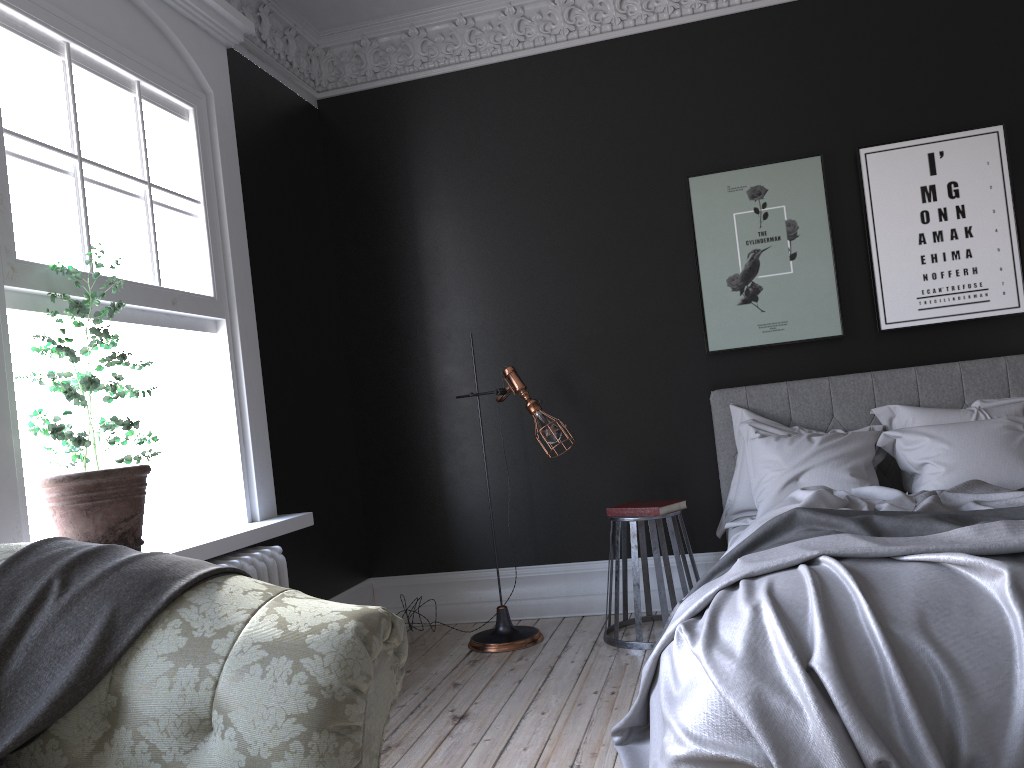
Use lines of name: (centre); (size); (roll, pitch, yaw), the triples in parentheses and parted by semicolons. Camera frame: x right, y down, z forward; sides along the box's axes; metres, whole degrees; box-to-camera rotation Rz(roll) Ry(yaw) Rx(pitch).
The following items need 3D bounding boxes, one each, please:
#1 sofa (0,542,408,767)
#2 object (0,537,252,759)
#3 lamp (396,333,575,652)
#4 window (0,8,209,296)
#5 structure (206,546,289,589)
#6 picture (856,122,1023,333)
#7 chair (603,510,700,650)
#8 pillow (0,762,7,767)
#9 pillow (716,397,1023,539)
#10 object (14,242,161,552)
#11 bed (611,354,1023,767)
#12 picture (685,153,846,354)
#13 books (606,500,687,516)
sofa: (-1.222, 0.887, 0.646); (1.607, 1.160, 2.813); (-7, -2, 14)
object: (-1.137, 0.624, 1.612); (1.366, 0.585, 0.517); (-5, -2, -28)
lamp: (-0.283, 0.613, 5.273); (0.436, 1.778, 1.720); (-6, -2, -39)
window: (-1.642, -0.830, 3.625); (0.056, 1.016, 1.263); (-7, -2, 13)
structure: (-1.205, 1.151, 3.549); (0.276, 0.848, 1.141); (-7, -2, 13)
picture: (2.424, -0.876, 5.010); (0.792, 1.078, 0.014); (-7, -1, 13)
chair: (0.771, 1.041, 4.875); (0.613, 0.672, 0.614); (-6, -2, -33)
pillow: (-1.072, 0.778, 1.142); (0.405, 0.461, 0.963); (-7, -2, 20)
pillow: (1.969, 0.391, 4.671); (1.831, 0.759, 0.680); (-7, -2, 13)
object: (-1.488, 0.083, 3.157); (0.473, 1.133, 0.506); (-6, -1, -37)
bed: (1.684, 0.570, 3.598); (2.765, 1.298, 3.285); (-7, -2, 1)
picture: (1.485, -0.761, 5.228); (0.792, 1.078, 0.014); (-7, -1, 13)
books: (0.741, 0.683, 4.879); (0.346, 0.045, 0.275); (-8, -3, 43)
